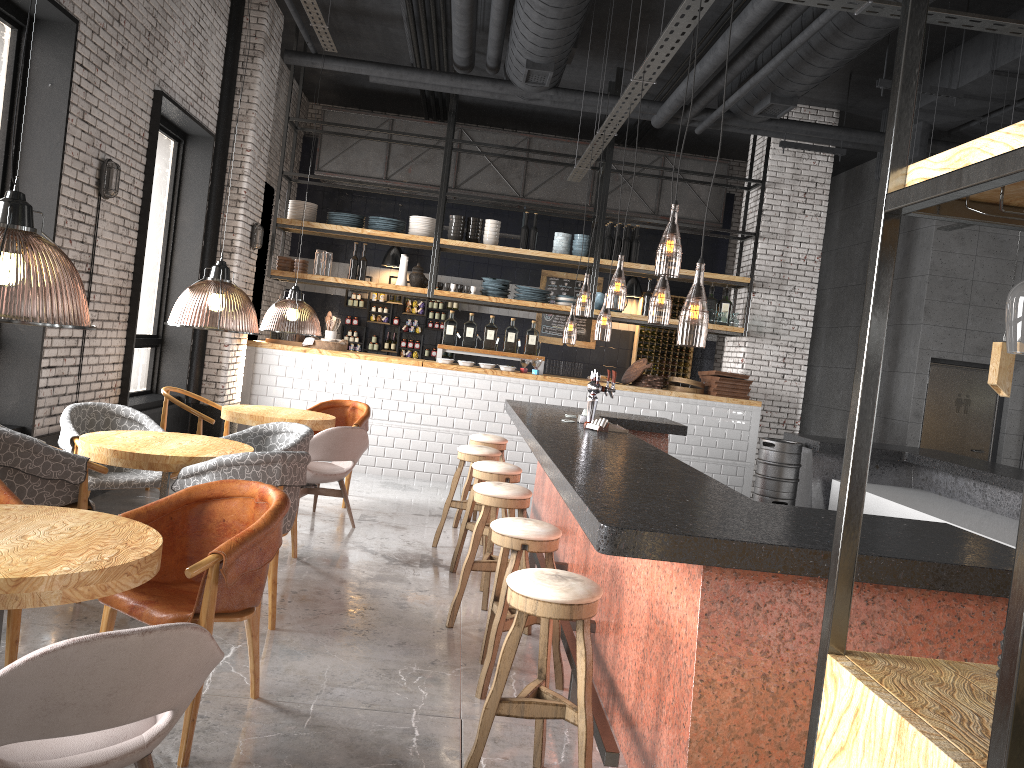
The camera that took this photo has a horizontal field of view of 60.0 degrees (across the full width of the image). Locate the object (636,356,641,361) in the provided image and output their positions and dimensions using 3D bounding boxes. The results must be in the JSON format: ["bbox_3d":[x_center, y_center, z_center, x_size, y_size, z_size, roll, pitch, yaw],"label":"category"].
[{"bbox_3d":[1.956,-0.390,13.726,0.079,0.079,0.281,7,2,-4],"label":"object"}]

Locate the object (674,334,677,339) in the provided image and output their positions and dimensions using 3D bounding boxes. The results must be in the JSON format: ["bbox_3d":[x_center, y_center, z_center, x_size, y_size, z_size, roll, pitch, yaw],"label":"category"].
[{"bbox_3d":[2.569,-0.740,13.737,0.079,0.079,0.284,7,2,-4],"label":"object"}]

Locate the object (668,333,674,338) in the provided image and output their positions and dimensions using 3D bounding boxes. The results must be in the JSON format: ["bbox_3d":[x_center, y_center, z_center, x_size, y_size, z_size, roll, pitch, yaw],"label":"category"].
[{"bbox_3d":[2.474,-0.752,13.748,0.079,0.079,0.284,7,2,-4],"label":"object"}]

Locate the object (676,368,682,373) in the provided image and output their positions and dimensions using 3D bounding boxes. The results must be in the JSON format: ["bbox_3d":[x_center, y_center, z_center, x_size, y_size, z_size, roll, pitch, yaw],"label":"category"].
[{"bbox_3d":[2.599,-0.208,13.768,0.079,0.079,0.281,7,2,-4],"label":"object"}]

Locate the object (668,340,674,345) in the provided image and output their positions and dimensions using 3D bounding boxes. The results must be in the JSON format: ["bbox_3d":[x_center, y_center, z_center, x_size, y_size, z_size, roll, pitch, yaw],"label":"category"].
[{"bbox_3d":[2.463,-0.647,13.734,0.079,0.079,0.284,7,2,-4],"label":"object"}]

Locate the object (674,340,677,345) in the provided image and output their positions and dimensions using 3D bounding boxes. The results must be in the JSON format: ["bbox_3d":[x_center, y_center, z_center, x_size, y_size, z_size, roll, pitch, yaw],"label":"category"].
[{"bbox_3d":[2.557,-0.635,13.720,0.079,0.079,0.284,7,2,-4],"label":"object"}]

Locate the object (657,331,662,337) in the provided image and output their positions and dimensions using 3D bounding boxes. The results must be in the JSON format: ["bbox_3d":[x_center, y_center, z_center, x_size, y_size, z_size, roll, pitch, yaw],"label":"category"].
[{"bbox_3d":[2.287,-0.775,13.740,0.079,0.079,0.284,7,2,-4],"label":"object"}]

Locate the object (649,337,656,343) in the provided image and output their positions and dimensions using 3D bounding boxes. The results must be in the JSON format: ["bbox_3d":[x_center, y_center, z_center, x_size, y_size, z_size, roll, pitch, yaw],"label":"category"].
[{"bbox_3d":[2.183,-0.679,13.698,0.079,0.079,0.284,7,2,-4],"label":"object"}]

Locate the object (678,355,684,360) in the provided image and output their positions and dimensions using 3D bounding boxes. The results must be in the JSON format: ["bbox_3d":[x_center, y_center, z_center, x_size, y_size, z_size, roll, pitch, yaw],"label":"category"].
[{"bbox_3d":[2.624,-0.417,13.765,0.079,0.079,0.284,7,2,-4],"label":"object"}]

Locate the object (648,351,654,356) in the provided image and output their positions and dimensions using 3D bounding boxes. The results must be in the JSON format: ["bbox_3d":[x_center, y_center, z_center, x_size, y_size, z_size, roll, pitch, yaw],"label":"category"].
[{"bbox_3d":[2.157,-0.471,13.712,0.079,0.079,0.284,7,2,-4],"label":"object"}]

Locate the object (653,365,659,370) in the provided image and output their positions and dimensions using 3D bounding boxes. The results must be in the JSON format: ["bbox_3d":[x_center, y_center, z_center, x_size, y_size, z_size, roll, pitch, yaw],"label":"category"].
[{"bbox_3d":[2.226,-0.251,13.707,0.079,0.079,0.281,7,2,-4],"label":"object"}]

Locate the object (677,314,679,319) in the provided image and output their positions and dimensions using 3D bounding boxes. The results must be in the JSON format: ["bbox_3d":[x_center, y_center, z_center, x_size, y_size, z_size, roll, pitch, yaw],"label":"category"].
[{"bbox_3d":[2.606,-1.054,13.747,0.079,0.079,0.284,7,2,-4],"label":"object"}]

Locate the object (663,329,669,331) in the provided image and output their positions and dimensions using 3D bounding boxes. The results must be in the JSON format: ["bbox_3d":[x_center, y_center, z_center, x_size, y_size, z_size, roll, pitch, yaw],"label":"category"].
[{"bbox_3d":[2.395,-0.866,13.705,0.079,0.079,0.284,7,2,-4],"label":"object"}]

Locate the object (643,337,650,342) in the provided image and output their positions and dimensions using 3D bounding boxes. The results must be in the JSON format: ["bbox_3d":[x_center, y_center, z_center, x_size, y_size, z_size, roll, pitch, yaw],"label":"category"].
[{"bbox_3d":[2.088,-0.691,13.711,0.079,0.079,0.284,7,2,-4],"label":"object"}]

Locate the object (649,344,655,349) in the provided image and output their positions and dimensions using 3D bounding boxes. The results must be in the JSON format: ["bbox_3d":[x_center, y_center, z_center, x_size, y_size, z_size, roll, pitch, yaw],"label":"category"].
[{"bbox_3d":[2.168,-0.577,13.734,0.079,0.079,0.284,7,2,-4],"label":"object"}]

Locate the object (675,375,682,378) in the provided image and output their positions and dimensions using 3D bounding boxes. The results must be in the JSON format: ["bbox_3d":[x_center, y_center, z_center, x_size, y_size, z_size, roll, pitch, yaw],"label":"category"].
[{"bbox_3d":[2.588,-0.103,13.736,0.079,0.079,0.281,7,2,-4],"label":"object"}]

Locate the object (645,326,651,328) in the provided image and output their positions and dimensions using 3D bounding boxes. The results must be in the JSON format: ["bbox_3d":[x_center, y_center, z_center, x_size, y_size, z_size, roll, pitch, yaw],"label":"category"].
[{"bbox_3d":[2.114,-0.899,13.688,0.079,0.079,0.284,7,2,-4],"label":"object"}]

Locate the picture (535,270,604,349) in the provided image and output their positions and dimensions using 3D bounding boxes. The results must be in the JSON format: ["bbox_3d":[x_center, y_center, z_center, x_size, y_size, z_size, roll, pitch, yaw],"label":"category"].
[{"bbox_3d":[0.885,-1.165,13.912,0.980,1.142,0.021,7,1,-3],"label":"picture"}]

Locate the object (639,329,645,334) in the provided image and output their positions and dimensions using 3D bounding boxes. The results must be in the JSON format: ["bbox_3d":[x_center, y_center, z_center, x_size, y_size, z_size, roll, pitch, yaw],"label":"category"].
[{"bbox_3d":[2.008,-0.806,13.694,0.079,0.079,0.284,7,2,-4],"label":"object"}]

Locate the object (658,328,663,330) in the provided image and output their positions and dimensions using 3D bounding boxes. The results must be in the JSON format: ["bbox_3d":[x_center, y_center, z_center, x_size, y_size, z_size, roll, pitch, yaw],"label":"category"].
[{"bbox_3d":[2.301,-0.878,13.718,0.079,0.079,0.284,7,2,-4],"label":"object"}]

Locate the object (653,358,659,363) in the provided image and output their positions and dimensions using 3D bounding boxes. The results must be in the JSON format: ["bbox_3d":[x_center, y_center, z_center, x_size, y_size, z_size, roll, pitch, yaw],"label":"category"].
[{"bbox_3d":[2.236,-0.357,13.748,0.079,0.079,0.281,7,2,-4],"label":"object"}]

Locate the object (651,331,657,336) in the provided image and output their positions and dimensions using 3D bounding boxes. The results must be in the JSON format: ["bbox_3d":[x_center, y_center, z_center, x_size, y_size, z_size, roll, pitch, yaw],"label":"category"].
[{"bbox_3d":[2.194,-0.785,13.715,0.079,0.079,0.284,7,2,-4],"label":"object"}]

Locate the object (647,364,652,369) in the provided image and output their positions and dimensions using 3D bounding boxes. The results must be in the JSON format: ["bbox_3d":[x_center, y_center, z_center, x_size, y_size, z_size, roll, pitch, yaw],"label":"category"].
[{"bbox_3d":[2.131,-0.264,13.740,0.079,0.079,0.281,7,2,-4],"label":"object"}]

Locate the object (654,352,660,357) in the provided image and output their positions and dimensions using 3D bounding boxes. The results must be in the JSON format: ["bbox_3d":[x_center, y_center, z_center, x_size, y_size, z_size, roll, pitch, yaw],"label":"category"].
[{"bbox_3d":[2.250,-0.461,13.727,0.079,0.079,0.284,7,2,-4],"label":"object"}]

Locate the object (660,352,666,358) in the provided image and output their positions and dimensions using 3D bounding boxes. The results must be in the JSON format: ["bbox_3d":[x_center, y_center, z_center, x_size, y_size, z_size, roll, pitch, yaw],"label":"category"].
[{"bbox_3d":[2.344,-0.450,13.733,0.079,0.079,0.284,7,2,-4],"label":"object"}]

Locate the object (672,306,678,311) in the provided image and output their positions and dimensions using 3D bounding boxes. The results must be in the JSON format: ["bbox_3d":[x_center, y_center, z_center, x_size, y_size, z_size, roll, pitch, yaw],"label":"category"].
[{"bbox_3d":[2.525,-1.169,13.739,0.079,0.079,0.284,7,2,-4],"label":"object"}]

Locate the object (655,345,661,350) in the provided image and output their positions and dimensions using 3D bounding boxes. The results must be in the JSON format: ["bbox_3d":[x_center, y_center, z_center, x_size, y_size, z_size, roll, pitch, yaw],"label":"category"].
[{"bbox_3d":[2.264,-0.564,13.702,0.079,0.079,0.284,7,2,-4],"label":"object"}]

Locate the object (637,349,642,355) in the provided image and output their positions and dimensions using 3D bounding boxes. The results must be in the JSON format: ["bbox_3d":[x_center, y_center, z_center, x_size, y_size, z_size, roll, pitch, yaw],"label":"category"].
[{"bbox_3d":[1.971,-0.493,13.687,0.079,0.079,0.284,7,2,-4],"label":"object"}]

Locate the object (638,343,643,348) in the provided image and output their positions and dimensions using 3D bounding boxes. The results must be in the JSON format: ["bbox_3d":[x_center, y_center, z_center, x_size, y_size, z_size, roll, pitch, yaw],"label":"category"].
[{"bbox_3d":[1.982,-0.598,13.708,0.079,0.079,0.284,7,2,-4],"label":"object"}]

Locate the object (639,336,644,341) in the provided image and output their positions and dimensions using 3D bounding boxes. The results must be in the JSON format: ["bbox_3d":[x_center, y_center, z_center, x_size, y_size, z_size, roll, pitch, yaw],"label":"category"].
[{"bbox_3d":[1.994,-0.703,13.721,0.079,0.079,0.284,7,2,-4],"label":"object"}]

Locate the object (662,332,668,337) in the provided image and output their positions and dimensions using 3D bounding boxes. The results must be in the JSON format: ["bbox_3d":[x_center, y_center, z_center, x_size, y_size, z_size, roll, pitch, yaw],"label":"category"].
[{"bbox_3d":[2.381,-0.763,13.741,0.079,0.079,0.284,7,2,-4],"label":"object"}]

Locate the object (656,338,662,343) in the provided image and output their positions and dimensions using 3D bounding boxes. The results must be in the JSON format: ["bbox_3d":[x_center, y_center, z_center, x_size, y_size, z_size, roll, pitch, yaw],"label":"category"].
[{"bbox_3d":[2.275,-0.669,13.723,0.079,0.079,0.284,7,2,-4],"label":"object"}]

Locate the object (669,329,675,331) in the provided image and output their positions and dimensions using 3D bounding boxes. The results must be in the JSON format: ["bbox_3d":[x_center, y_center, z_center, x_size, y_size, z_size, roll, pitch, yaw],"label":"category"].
[{"bbox_3d":[2.488,-0.856,13.730,0.079,0.079,0.284,7,2,-4],"label":"object"}]

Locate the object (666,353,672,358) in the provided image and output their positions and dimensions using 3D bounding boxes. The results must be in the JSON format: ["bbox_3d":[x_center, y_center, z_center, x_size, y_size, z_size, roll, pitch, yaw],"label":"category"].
[{"bbox_3d":[2.436,-0.439,13.758,0.079,0.079,0.284,7,2,-4],"label":"object"}]

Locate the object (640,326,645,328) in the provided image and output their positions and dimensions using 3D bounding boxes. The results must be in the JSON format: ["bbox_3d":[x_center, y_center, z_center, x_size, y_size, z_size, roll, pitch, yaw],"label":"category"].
[{"bbox_3d":[2.020,-0.911,13.701,0.079,0.079,0.284,7,2,-4],"label":"object"}]

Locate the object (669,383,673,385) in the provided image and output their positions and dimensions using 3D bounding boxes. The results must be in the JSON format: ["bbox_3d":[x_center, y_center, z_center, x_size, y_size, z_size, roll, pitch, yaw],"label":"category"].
[{"bbox_3d":[2.481,-0.010,13.751,0.079,0.079,0.281,7,2,-4],"label":"object"}]

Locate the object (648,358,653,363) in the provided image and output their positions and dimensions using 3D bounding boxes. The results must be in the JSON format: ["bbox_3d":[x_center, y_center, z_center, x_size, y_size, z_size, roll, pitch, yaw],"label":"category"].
[{"bbox_3d":[2.144,-0.367,13.722,0.079,0.079,0.281,7,2,-4],"label":"object"}]

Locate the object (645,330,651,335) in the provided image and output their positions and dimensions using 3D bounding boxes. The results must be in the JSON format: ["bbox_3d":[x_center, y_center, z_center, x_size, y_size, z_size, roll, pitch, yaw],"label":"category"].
[{"bbox_3d":[2.102,-0.795,13.686,0.079,0.079,0.284,7,2,-4],"label":"object"}]

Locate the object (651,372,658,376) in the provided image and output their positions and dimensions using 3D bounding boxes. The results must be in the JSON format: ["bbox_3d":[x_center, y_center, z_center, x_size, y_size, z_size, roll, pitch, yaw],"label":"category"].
[{"bbox_3d":[2.213,-0.147,13.713,0.079,0.079,0.281,7,2,-4],"label":"object"}]

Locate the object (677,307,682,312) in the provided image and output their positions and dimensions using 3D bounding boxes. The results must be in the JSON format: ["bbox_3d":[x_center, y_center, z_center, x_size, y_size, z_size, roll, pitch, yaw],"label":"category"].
[{"bbox_3d":[2.619,-1.158,13.729,0.079,0.079,0.284,7,2,-4],"label":"object"}]

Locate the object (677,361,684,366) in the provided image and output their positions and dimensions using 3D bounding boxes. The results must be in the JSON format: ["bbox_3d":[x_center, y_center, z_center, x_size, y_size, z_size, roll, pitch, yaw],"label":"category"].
[{"bbox_3d":[2.613,-0.311,13.728,0.079,0.079,0.281,7,2,-4],"label":"object"}]

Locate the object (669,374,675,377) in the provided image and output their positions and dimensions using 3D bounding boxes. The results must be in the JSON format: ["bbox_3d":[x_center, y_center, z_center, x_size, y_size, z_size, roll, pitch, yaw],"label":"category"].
[{"bbox_3d":[2.493,-0.115,13.765,0.079,0.079,0.281,7,2,-4],"label":"object"}]

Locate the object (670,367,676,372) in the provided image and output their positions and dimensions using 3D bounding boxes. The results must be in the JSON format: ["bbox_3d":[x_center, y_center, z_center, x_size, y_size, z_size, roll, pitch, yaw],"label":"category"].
[{"bbox_3d":[2.505,-0.220,13.767,0.079,0.079,0.281,7,2,-4],"label":"object"}]

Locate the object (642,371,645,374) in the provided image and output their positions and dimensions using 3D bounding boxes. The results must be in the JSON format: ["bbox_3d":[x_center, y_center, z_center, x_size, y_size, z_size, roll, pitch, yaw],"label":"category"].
[{"bbox_3d":[2.024,-0.171,13.741,0.079,0.079,0.281,7,2,-4],"label":"object"}]

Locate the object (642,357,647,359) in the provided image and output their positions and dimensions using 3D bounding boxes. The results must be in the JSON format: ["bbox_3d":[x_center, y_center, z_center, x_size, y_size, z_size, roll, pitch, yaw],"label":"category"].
[{"bbox_3d":[2.051,-0.378,13.697,0.079,0.079,0.281,7,2,-4],"label":"object"}]

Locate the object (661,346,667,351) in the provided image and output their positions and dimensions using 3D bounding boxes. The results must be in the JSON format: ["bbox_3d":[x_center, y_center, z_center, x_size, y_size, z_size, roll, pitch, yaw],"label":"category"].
[{"bbox_3d":[2.357,-0.553,13.711,0.079,0.079,0.284,7,2,-4],"label":"object"}]

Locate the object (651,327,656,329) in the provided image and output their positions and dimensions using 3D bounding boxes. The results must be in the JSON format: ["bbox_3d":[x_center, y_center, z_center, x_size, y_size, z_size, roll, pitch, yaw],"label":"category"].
[{"bbox_3d":[2.206,-0.890,13.728,0.079,0.079,0.284,7,2,-4],"label":"object"}]

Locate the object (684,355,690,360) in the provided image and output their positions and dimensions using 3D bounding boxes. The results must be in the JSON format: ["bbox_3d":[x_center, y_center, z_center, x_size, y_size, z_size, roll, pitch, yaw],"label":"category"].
[{"bbox_3d":[2.719,-0.404,13.736,0.079,0.079,0.284,7,2,-4],"label":"object"}]

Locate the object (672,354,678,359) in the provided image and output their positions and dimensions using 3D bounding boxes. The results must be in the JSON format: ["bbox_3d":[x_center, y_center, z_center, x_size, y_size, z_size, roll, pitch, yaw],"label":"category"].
[{"bbox_3d":[2.531,-0.427,13.744,0.079,0.079,0.284,7,2,-4],"label":"object"}]

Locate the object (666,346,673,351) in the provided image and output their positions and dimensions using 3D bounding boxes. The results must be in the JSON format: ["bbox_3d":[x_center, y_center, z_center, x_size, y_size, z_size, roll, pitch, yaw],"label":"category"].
[{"bbox_3d":[2.449,-0.544,13.751,0.079,0.079,0.284,7,2,-4],"label":"object"}]

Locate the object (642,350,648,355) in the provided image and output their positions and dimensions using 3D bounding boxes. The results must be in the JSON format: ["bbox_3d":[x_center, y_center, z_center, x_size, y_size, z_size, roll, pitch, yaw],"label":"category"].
[{"bbox_3d":[2.063,-0.483,13.715,0.079,0.079,0.284,7,2,-4],"label":"object"}]

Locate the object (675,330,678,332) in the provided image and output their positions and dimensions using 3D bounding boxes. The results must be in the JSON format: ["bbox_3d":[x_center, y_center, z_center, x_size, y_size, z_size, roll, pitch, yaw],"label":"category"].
[{"bbox_3d":[2.580,-0.846,13.755,0.079,0.079,0.284,7,2,-4],"label":"object"}]

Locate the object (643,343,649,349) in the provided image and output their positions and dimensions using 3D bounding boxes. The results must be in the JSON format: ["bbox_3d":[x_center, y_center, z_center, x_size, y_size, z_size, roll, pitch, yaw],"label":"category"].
[{"bbox_3d":[2.074,-0.588,13.733,0.079,0.079,0.284,7,2,-4],"label":"object"}]

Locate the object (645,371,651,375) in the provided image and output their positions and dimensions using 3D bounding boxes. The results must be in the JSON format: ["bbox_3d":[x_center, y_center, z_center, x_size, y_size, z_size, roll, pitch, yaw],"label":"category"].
[{"bbox_3d":[2.119,-0.159,13.727,0.079,0.079,0.281,7,2,-4],"label":"object"}]

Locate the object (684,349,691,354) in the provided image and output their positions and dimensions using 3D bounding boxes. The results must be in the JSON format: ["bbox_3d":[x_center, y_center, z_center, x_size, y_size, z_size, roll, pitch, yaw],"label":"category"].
[{"bbox_3d":[2.731,-0.510,13.753,0.079,0.079,0.284,7,2,-4],"label":"object"}]

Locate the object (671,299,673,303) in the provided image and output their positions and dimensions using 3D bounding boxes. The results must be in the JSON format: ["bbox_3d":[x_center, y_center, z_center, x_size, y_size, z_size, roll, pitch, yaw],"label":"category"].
[{"bbox_3d":[2.444,-1.284,13.715,0.079,0.079,0.284,7,2,-4],"label":"object"}]

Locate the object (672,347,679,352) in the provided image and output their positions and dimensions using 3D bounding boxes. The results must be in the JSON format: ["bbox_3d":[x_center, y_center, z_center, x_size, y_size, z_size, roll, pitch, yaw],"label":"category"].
[{"bbox_3d":[2.545,-0.531,13.719,0.079,0.079,0.284,7,2,-4],"label":"object"}]

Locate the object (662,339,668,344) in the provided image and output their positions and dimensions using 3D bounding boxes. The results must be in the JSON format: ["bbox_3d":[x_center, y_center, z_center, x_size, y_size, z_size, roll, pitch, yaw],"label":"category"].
[{"bbox_3d":[2.370,-0.657,13.705,0.079,0.079,0.284,7,2,-4],"label":"object"}]

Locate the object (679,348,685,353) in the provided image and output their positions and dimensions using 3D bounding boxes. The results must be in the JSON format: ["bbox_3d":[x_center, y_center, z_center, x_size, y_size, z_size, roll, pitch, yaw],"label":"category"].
[{"bbox_3d":[2.636,-0.521,13.763,0.079,0.079,0.284,7,2,-4],"label":"object"}]
